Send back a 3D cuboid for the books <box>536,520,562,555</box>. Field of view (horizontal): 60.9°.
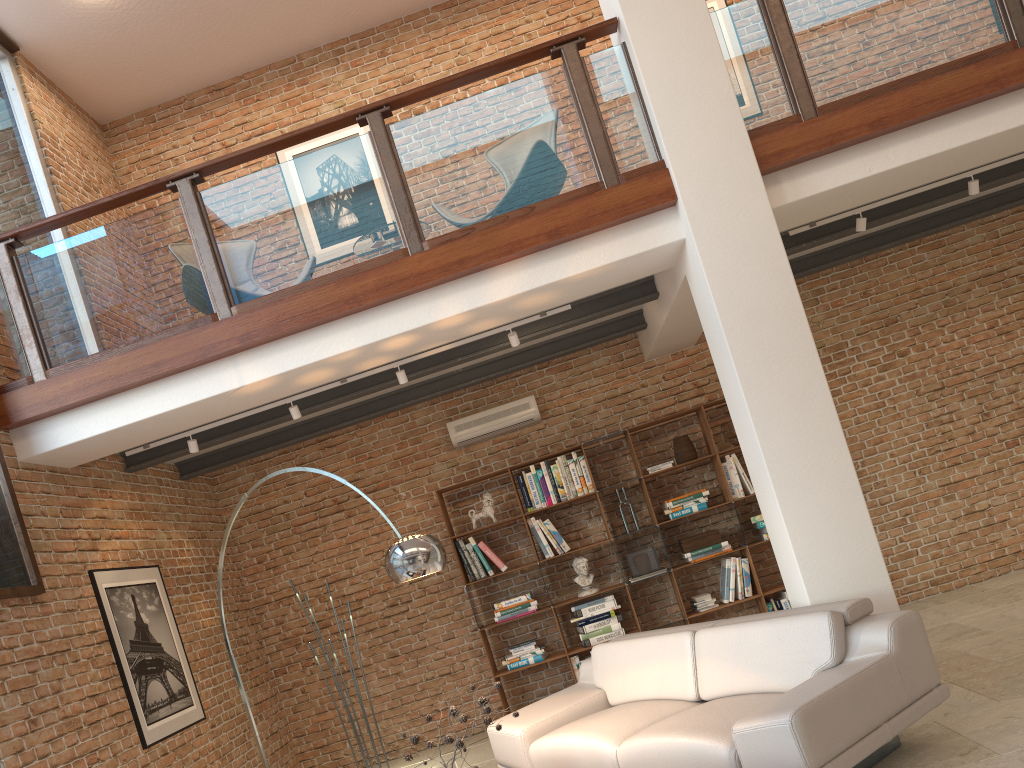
[{"bbox_3d":[0.324,1.339,7.618,0.125,0.344,0.274,-18,-4,1],"label":"books"}]

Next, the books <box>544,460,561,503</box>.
[{"bbox_3d":[0.358,0.861,7.611,0.036,0.378,0.246,-18,-3,0],"label":"books"}]

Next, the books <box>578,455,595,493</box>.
[{"bbox_3d":[0.647,0.798,7.609,0.056,0.325,0.257,-18,-4,0],"label":"books"}]

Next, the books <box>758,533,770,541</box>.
[{"bbox_3d":[2.303,1.272,7.495,0.328,0.055,0.258,-18,-10,5],"label":"books"}]

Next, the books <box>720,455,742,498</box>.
[{"bbox_3d":[1.887,0.805,7.506,0.036,0.378,0.246,-18,-3,0],"label":"books"}]

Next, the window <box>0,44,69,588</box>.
[{"bbox_3d":[-3.564,-0.539,0.619,0.649,6.294,12.516,-18,-8,0],"label":"window"}]

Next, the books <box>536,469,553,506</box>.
[{"bbox_3d":[0.287,0.915,7.626,0.056,0.325,0.257,-18,-4,0],"label":"books"}]

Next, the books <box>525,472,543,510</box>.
[{"bbox_3d":[0.196,0.941,7.613,0.056,0.325,0.257,-18,-4,0],"label":"books"}]

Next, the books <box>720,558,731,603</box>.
[{"bbox_3d":[1.843,1.699,7.542,0.164,0.367,0.246,-18,-4,1],"label":"books"}]

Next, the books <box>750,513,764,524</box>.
[{"bbox_3d":[2.218,1.127,7.509,0.331,0.055,0.256,-20,-10,12],"label":"books"}]

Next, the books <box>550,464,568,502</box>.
[{"bbox_3d":[0.410,0.870,7.593,0.056,0.325,0.257,-18,-4,0],"label":"books"}]

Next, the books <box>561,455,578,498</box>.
[{"bbox_3d":[0.502,0.814,7.601,0.036,0.378,0.246,-18,-3,0],"label":"books"}]

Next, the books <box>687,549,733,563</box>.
[{"bbox_3d":[1.705,1.484,7.536,0.356,0.020,0.276,-18,-10,1],"label":"books"}]

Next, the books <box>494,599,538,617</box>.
[{"bbox_3d":[0.031,1.962,7.624,0.378,0.036,0.249,-17,-10,-4],"label":"books"}]

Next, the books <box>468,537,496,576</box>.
[{"bbox_3d":[-0.261,1.511,7.651,0.121,0.376,0.246,-18,-4,1],"label":"books"}]

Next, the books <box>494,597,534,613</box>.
[{"bbox_3d":[0.022,1.939,7.645,0.356,0.020,0.276,-18,-10,1],"label":"books"}]

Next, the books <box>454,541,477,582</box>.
[{"bbox_3d":[-0.398,1.555,7.665,0.091,0.379,0.246,-18,-3,1],"label":"books"}]

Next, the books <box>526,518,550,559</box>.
[{"bbox_3d":[0.233,1.353,7.637,0.102,0.379,0.246,-18,-3,1],"label":"books"}]

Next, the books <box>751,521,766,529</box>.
[{"bbox_3d":[2.251,1.174,7.508,0.327,0.055,0.258,-18,-10,2],"label":"books"}]

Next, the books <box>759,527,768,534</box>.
[{"bbox_3d":[2.310,1.211,7.494,0.326,0.055,0.260,-17,-10,-3],"label":"books"}]

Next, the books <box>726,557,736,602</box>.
[{"bbox_3d":[1.882,1.681,7.516,0.162,0.368,0.246,-18,-4,1],"label":"books"}]

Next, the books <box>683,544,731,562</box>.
[{"bbox_3d":[1.684,1.464,7.551,0.379,0.036,0.249,-17,-10,-2],"label":"books"}]

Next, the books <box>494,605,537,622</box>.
[{"bbox_3d":[0.032,2.001,7.632,0.379,0.036,0.249,-17,-10,-2],"label":"books"}]

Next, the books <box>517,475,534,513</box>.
[{"bbox_3d":[0.124,0.969,7.637,0.056,0.325,0.257,-18,-4,0],"label":"books"}]

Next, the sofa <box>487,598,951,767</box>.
[{"bbox_3d":[0.944,1.762,4.719,1.120,0.745,2.418,-12,-11,-38],"label":"sofa"}]

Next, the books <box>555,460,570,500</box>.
[{"bbox_3d":[0.443,0.847,7.605,0.021,0.354,0.274,-18,-4,0],"label":"books"}]

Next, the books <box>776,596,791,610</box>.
[{"bbox_3d":[2.366,1.990,7.491,0.084,0.329,0.257,-18,-4,1],"label":"books"}]

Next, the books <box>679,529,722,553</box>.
[{"bbox_3d":[1.624,1.359,7.528,0.336,0.117,0.216,-18,-8,3],"label":"books"}]

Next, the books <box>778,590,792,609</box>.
[{"bbox_3d":[2.402,1.950,7.492,0.069,0.380,0.246,-18,-3,1],"label":"books"}]

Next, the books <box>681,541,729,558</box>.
[{"bbox_3d":[1.657,1.428,7.518,0.380,0.036,0.248,-18,-10,1],"label":"books"}]

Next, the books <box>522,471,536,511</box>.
[{"bbox_3d":[0.156,0.943,7.633,0.021,0.354,0.274,-18,-4,0],"label":"books"}]

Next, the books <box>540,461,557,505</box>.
[{"bbox_3d":[0.322,0.871,7.603,0.036,0.378,0.246,-18,-3,0],"label":"books"}]

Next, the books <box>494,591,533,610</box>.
[{"bbox_3d":[0.018,1.900,7.642,0.328,0.055,0.258,-18,-10,5],"label":"books"}]

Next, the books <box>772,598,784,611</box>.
[{"bbox_3d":[2.314,2.011,7.513,0.084,0.329,0.257,-18,-4,1],"label":"books"}]

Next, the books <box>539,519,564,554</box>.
[{"bbox_3d":[0.345,1.333,7.626,0.125,0.344,0.274,-18,-4,1],"label":"books"}]

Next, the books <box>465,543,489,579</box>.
[{"bbox_3d":[-0.305,1.556,7.686,0.103,0.329,0.257,-18,-4,1],"label":"books"}]

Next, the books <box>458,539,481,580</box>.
[{"bbox_3d":[-0.362,1.544,7.671,0.091,0.379,0.246,-18,-3,1],"label":"books"}]

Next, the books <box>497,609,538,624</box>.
[{"bbox_3d":[0.050,2.026,7.637,0.357,0.020,0.276,-18,-10,2],"label":"books"}]

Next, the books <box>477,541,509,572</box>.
[{"bbox_3d":[-0.162,1.515,7.669,0.195,0.314,0.257,-18,-5,2],"label":"books"}]

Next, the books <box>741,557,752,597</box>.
[{"bbox_3d":[2.000,1.662,7.513,0.116,0.329,0.257,-18,-4,1],"label":"books"}]

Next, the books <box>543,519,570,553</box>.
[{"bbox_3d":[0.393,1.324,7.608,0.158,0.325,0.257,-18,-4,1],"label":"books"}]

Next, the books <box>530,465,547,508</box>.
[{"bbox_3d":[0.233,0.901,7.614,0.036,0.378,0.246,-18,-3,0],"label":"books"}]

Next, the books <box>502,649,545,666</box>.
[{"bbox_3d":[0.105,2.381,7.643,0.381,0.036,0.248,-18,-10,3],"label":"books"}]

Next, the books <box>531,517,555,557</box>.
[{"bbox_3d":[0.268,1.338,7.611,0.104,0.378,0.246,-18,-3,1],"label":"books"}]

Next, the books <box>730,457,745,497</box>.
[{"bbox_3d":[1.919,0.810,7.514,0.021,0.354,0.274,-18,-4,0],"label":"books"}]

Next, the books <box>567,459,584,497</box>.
[{"bbox_3d":[0.554,0.825,7.593,0.056,0.325,0.257,-18,-4,0],"label":"books"}]

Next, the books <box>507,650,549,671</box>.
[{"bbox_3d":[0.138,2.417,7.633,0.331,0.055,0.256,-20,-10,12],"label":"books"}]

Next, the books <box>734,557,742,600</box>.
[{"bbox_3d":[1.935,1.674,7.522,0.098,0.350,0.274,-18,-4,1],"label":"books"}]

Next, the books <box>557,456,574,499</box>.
[{"bbox_3d":[0.468,0.828,7.617,0.036,0.378,0.246,-18,-3,0],"label":"books"}]

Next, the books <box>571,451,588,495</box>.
[{"bbox_3d":[0.591,0.785,7.596,0.036,0.378,0.246,-18,-3,0],"label":"books"}]

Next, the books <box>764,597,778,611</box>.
[{"bbox_3d":[2.274,2.009,7.514,0.051,0.355,0.274,-18,-4,0],"label":"books"}]

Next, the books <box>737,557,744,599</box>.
[{"bbox_3d":[1.956,1.671,7.530,0.098,0.350,0.274,-18,-4,1],"label":"books"}]

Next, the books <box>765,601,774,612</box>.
[{"bbox_3d":[2.242,2.034,7.518,0.084,0.329,0.257,-18,-4,1],"label":"books"}]
